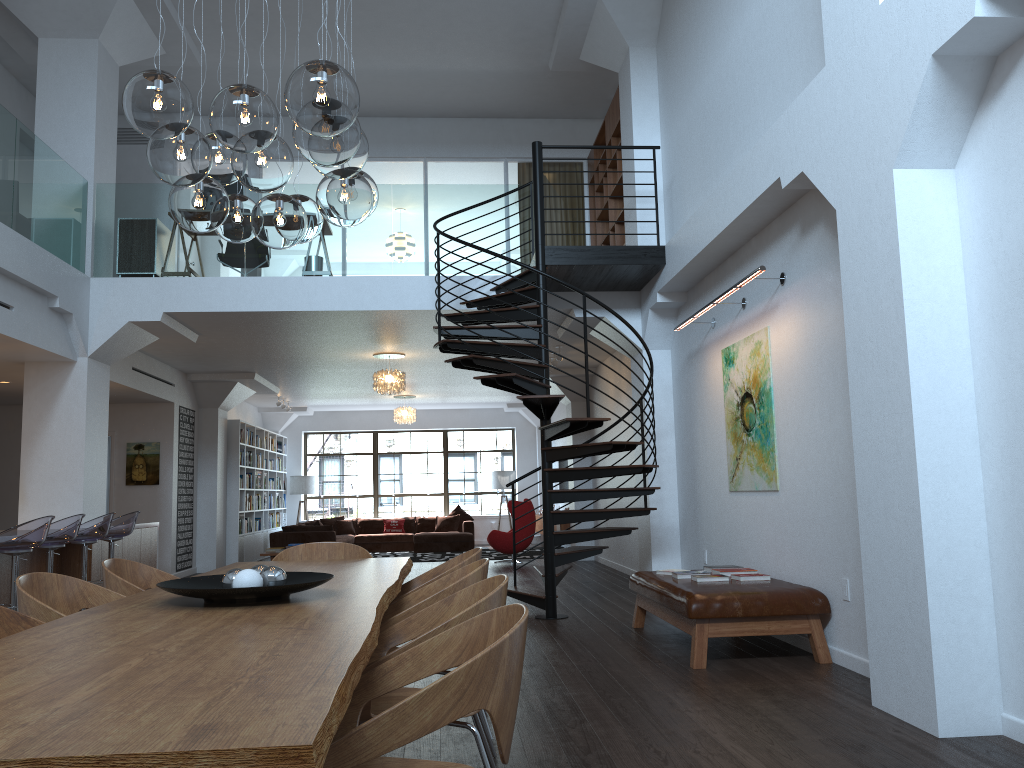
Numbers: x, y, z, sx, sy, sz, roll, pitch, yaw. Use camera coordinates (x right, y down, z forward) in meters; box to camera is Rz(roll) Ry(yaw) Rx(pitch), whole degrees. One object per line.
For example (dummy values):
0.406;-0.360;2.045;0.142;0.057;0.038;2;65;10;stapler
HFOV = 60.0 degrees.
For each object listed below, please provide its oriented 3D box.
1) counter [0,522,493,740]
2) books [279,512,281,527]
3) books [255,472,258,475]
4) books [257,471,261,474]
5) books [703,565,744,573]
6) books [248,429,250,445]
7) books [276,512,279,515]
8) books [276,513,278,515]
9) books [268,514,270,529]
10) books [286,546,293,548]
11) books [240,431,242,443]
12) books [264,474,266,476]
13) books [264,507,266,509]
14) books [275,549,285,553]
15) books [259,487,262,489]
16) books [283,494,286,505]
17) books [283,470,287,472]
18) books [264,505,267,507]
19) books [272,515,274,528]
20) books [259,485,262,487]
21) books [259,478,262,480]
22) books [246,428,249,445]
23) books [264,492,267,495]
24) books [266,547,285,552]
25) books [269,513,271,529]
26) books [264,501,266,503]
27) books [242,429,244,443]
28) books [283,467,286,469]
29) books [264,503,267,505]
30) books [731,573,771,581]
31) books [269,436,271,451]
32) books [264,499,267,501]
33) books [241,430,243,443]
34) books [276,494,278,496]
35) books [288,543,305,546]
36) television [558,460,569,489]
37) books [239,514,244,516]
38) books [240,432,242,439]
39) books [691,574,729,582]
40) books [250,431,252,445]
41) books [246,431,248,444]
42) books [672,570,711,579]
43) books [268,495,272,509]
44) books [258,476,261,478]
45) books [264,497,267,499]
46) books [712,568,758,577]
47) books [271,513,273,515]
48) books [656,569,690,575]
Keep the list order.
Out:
-3.423;1.576;6.667;3.039;0.860;8.182;3;-8;-34;counter
-4.866;2.803;18.345;0.176;0.290;0.053;-1;-7;-5;books
-4.688;1.617;15.968;0.174;0.045;0.240;-1;-7;-5;books
-4.728;1.634;16.375;0.129;0.043;0.185;-3;-7;10;books
1.630;1.426;6.835;0.254;0.044;0.183;0;-7;-10;books
-4.656;0.922;15.381;0.197;0.290;0.136;-1;-7;-5;books
-4.828;2.772;18.130;0.140;0.298;0.044;-1;-7;-5;books
-4.849;2.765;18.016;0.198;0.284;0.066;-1;-7;-5;books
-4.767;2.648;17.083;0.198;0.284;0.066;-1;-7;-5;books
-3.482;2.626;14.311;0.279;0.035;0.191;-2;-7;5;books
-4.601;0.886;14.828;0.161;0.218;0.101;-1;-7;-5;books
-4.753;1.719;16.696;0.223;0.031;0.161;-1;-7;-5;books
-4.766;2.347;16.715;0.246;0.038;0.171;-1;-7;-5;books
-3.515;2.613;13.899;0.236;0.035;0.340;-4;-8;20;books
-4.720;1.919;16.319;0.171;0.039;0.246;-1;-7;-5;books
-4.899;2.483;18.826;0.176;0.290;0.053;-1;-7;-5;books
-4.935;1.841;18.721;0.284;0.035;0.197;-5;-8;25;books
-4.769;2.310;16.722;0.251;0.037;0.160;-2;-7;0;books
-4.779;2.707;17.427;0.183;0.253;0.034;-1;-7;-5;books
-4.724;1.880;16.321;0.160;0.039;0.251;-2;-7;0;books
-4.730;1.756;16.342;0.183;0.042;0.253;-1;-7;-5;books
-4.647;0.913;15.319;0.176;0.293;0.125;-1;-7;-5;books
-4.751;2.069;16.749;0.185;0.041;0.129;-3;-7;10;books
-3.788;2.655;14.219;0.241;0.045;0.334;-1;-7;-3;books
-4.768;2.659;17.193;0.176;0.290;0.053;-1;-7;-5;books
-4.762;2.231;16.743;0.231;0.044;0.168;0;-7;-10;books
-4.615;0.883;14.937;0.170;0.251;0.118;-1;-7;-5;books
-4.934;1.774;18.725;0.254;0.032;0.174;-6;-8;30;books
-4.776;2.275;16.751;0.259;0.040;0.180;-1;-7;-5;books
1.665;1.349;6.190;0.224;0.036;0.161;0;-7;-10;books
-4.814;1.172;17.383;0.176;0.290;0.053;-1;-7;-5;books
-4.767;2.189;16.740;0.253;0.040;0.183;-1;-7;-5;books
-4.602;0.888;14.863;0.161;0.222;0.084;-1;-7;-5;books
-4.839;2.240;17.857;0.223;0.031;0.161;-1;-7;-5;books
-3.478;2.595;14.313;0.224;0.027;0.157;-2;-7;0;books
0.997;1.841;17.083;0.013;0.816;1.324;-1;-7;-5;television
-4.565;2.171;14.643;0.223;0.027;0.161;-2;-7;5;books
-4.605;0.884;14.763;0.167;0.210;0.162;-1;-7;-5;books
1.381;1.355;6.193;0.224;0.032;0.161;-1;-7;-5;books
-4.647;0.954;15.483;0.182;0.253;0.098;-1;-7;-5;books
-4.634;0.926;15.230;0.174;0.242;0.105;-1;-7;-5;books
1.303;1.387;6.450;0.247;0.040;0.185;-1;-7;-2;books
-4.788;2.290;17.279;0.197;0.290;0.136;-1;-7;-5;books
-4.738;1.721;16.352;0.161;0.033;0.223;-1;-7;-5;books
-4.762;2.156;16.751;0.223;0.032;0.161;-1;-7;-5;books
1.636;1.385;6.518;0.283;0.043;0.197;-1;-7;-5;books
-4.791;2.693;17.463;0.176;0.290;0.036;-1;-7;-5;books
1.229;1.434;6.762;0.161;0.031;0.223;2;-8;-27;books
